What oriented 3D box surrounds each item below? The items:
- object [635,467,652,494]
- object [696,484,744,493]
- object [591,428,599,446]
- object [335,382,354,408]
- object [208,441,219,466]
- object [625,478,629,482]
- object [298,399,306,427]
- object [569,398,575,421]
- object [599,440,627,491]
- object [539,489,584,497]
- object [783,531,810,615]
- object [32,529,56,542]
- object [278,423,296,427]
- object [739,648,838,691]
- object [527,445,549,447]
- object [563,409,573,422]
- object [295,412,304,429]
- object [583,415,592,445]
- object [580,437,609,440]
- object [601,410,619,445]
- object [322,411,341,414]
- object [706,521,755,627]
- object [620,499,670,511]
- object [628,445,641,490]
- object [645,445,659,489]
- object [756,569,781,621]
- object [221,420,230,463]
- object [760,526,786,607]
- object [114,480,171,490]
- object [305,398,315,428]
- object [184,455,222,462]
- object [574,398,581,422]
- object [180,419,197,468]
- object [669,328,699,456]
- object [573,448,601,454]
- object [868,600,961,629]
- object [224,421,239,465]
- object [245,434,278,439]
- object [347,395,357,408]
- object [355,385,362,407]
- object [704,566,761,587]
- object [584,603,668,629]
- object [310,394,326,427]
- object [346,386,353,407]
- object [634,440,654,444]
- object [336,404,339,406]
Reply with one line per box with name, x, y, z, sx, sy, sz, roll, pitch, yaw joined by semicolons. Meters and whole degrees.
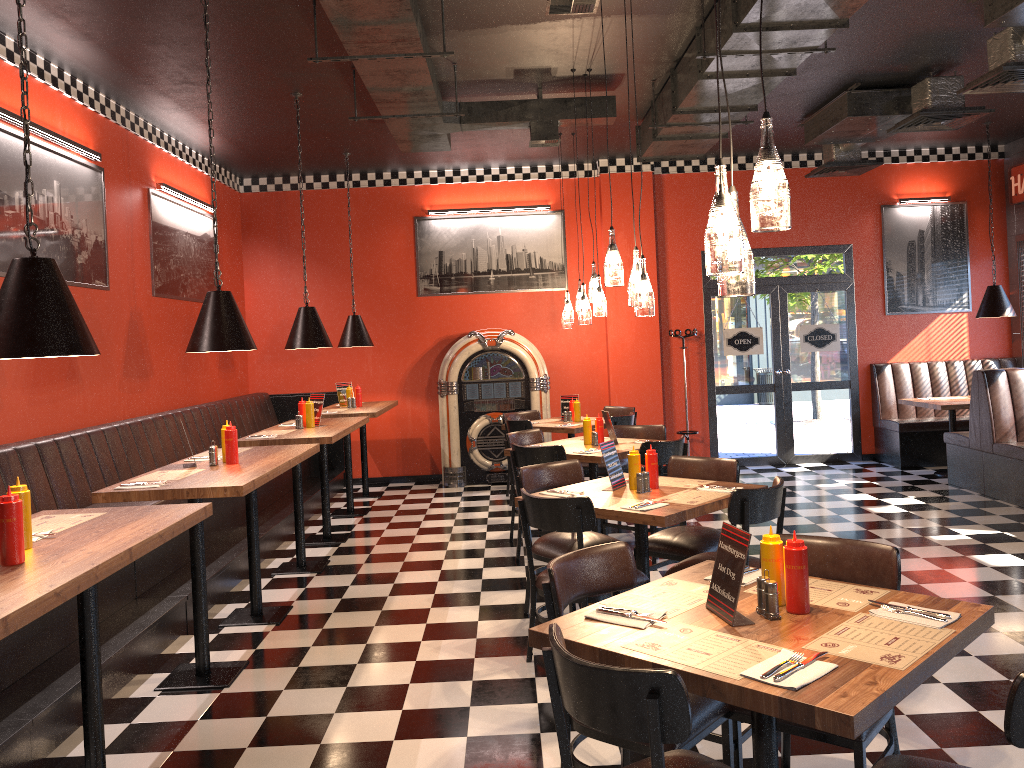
object;0.697;0.507;4.708;0.094;0.136;0.046;-4;1;-40
object;1.081;0.549;4.689;0.255;0.019;0.158;0;4;44
object;0.638;0.408;6.837;0.047;0.136;0.094;-3;1;-10
object;-1.749;0.112;9.312;0.188;0.257;0.072;-4;1;-40
object;-1.648;0.381;4.888;0.047;0.136;0.094;-3;1;-10
object;0.722;0.546;5.100;0.157;0.019;0.255;-1;3;37
object;-1.670;0.226;7.069;0.068;0.238;0.068;-3;0;-6
object;0.614;0.256;8.948;0.068;0.238;0.068;-3;0;-3
object;0.556;0.444;4.873;0.072;0.257;0.188;-2;1;30
object;0.283;0.583;4.755;0.158;0.019;0.255;-5;4;-44
object;0.836;0.550;2.604;0.068;0.238;0.068;-2;0;42
object;-1.707;0.529;3.081;0.255;0.019;0.157;-3;3;-4
object;-1.783;0.331;7.275;0.255;0.019;0.157;-3;3;-4
object;0.689;0.688;2.169;0.255;0.019;0.157;-5;4;-42
object;0.229;0.483;6.888;0.255;0.019;0.158;-1;3;38
object;0.560;0.314;8.876;0.093;0.136;0.047;-3;0;0
object;-1.669;0.283;6.949;0.047;0.136;0.093;-3;1;-35
object;0.590;0.354;6.925;0.068;0.238;0.068;-3;0;5
object;0.666;0.444;7.270;0.157;0.019;0.255;0;4;44
object;0.762;0.337;6.902;0.072;0.257;0.188;-3;1;-10
object;-1.760;0.272;8.491;0.255;0.019;0.157;-3;3;-4
object;0.632;0.550;2.593;0.072;0.257;0.188;-3;1;-10
object;0.661;0.586;4.324;0.255;0.019;0.157;-5;4;-43
object;0.665;0.452;4.806;0.068;0.238;0.068;-3;0;5
object;0.758;0.448;4.805;0.068;0.238;0.068;-3;0;5
object;0.744;0.608;2.579;0.047;0.136;0.094;-3;1;-10
object;-1.602;0.322;4.994;0.068;0.238;0.068;-3;0;9
object;0.790;0.548;2.686;0.068;0.238;0.068;-3;0;14
object;-1.742;0.476;4.213;0.255;0.019;0.157;-3;3;-4
object;-1.599;0.225;7.008;0.068;0.238;0.068;-3;0;-11
object;-1.773;0.431;5.180;0.255;0.019;0.157;-3;3;-4
object;0.653;0.258;8.862;0.068;0.238;0.068;-3;0;-3
object;-1.793;0.325;4.910;0.072;0.257;0.188;-3;1;-21
object;2.012;0.193;10.238;0.374;1.658;0.375;-3;0;22
object;0.580;0.486;6.486;0.255;0.019;0.157;-5;4;-43
object;1.130;0.650;2.535;0.157;0.019;0.255;-5;4;-41
object;-1.556;0.324;4.913;0.068;0.238;0.068;-3;0;20
object;-1.773;0.375;6.355;0.255;0.019;0.157;-3;3;-4
object;-1.650;0.179;9.113;0.094;0.136;0.046;-3;1;-20
object;-1.599;0.119;9.219;0.068;0.238;0.068;-3;0;-7
object;0.756;0.646;2.991;0.255;0.019;0.157;-5;4;-44
object;0.356;0.682;2.618;0.255;0.019;0.158;0;3;39
object;-1.584;0.210;7.120;0.188;0.257;0.072;-2;1;41
object;-1.692;0.123;9.229;0.068;0.238;0.068;-3;0;-7
object;1.054;0.445;6.871;0.157;0.019;0.255;-5;4;-42
object;-1.769;0.220;9.570;0.255;0.019;0.157;-3;3;-4
